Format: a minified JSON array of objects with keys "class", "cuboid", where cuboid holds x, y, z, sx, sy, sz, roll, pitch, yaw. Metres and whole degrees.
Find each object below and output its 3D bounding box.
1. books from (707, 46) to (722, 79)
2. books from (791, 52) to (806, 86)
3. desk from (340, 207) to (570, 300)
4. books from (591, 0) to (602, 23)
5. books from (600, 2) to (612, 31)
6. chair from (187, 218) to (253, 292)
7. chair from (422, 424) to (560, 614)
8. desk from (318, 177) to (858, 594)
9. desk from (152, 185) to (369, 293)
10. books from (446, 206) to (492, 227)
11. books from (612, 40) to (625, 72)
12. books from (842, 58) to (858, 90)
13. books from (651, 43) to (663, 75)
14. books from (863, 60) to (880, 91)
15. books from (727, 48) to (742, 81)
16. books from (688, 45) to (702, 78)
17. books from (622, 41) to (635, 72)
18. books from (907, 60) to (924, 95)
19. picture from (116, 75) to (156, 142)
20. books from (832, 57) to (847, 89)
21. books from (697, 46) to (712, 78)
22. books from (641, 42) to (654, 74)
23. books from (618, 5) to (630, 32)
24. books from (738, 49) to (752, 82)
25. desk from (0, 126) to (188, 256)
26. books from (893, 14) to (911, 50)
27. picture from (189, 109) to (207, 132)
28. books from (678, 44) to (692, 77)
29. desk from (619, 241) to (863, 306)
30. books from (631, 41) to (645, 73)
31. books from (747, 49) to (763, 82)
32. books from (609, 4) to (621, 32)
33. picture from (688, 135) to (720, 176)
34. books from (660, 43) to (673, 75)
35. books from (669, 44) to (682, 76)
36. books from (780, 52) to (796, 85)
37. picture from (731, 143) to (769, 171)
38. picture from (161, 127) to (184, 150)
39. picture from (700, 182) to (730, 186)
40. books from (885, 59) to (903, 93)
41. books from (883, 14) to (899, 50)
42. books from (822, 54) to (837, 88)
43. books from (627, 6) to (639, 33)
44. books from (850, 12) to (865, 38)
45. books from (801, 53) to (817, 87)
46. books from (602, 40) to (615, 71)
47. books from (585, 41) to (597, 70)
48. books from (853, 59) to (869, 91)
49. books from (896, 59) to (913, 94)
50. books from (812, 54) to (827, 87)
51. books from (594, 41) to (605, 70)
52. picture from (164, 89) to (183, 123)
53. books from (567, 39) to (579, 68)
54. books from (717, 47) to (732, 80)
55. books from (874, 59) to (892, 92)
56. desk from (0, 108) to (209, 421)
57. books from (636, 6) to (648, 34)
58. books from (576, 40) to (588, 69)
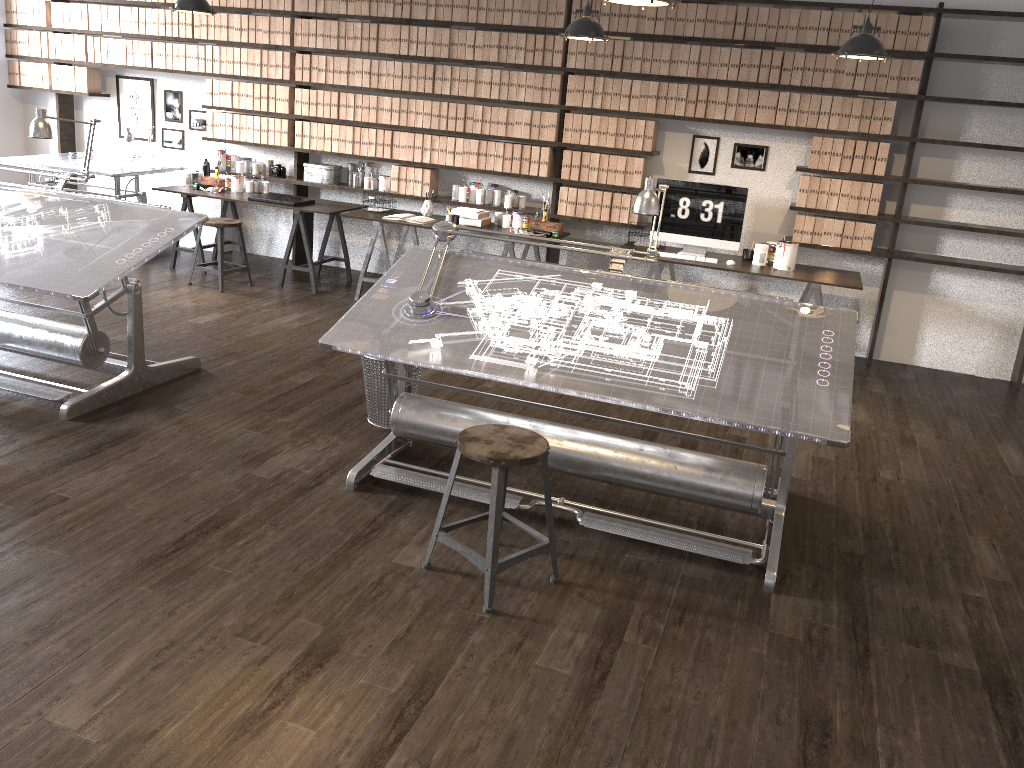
[{"class":"books","cuboid":[1.460,-2.295,6.352,0.067,0.222,0.176,10,17,17]},{"class":"books","cuboid":[1.998,-2.190,6.177,0.067,0.222,0.176,10,17,17]},{"class":"desk","cuboid":[-0.463,-0.927,6.961,1.672,0.661,0.663,11,18,17]},{"class":"books","cuboid":[0.639,-2.720,6.544,0.067,0.222,0.176,10,17,17]},{"class":"books","cuboid":[0.704,-2.706,6.519,0.067,0.222,0.176,10,17,17]},{"class":"chair","cuboid":[-2.303,-1.030,7.004,0.373,0.521,0.362,13,18,25]},{"class":"chair","cuboid":[-0.053,0.444,3.112,0.360,0.521,0.375,-10,22,-42]},{"class":"desk","cuboid":[0.356,-0.193,3.783,2.074,1.368,1.089,11,17,17]},{"class":"desk","cuboid":[-2.123,-1.247,7.485,1.672,0.661,0.663,11,18,17]},{"class":"books","cuboid":[-0.355,-1.314,6.893,0.295,0.145,0.390,11,19,17]},{"class":"books","cuboid":[0.801,-2.420,6.553,0.067,0.223,0.176,10,17,17]},{"class":"books","cuboid":[2.317,-2.129,6.077,0.067,0.222,0.176,10,17,17]},{"class":"books","cuboid":[1.074,-2.369,6.472,0.067,0.222,0.176,10,17,17]},{"class":"books","cuboid":[2.452,-2.103,6.037,0.067,0.222,0.176,10,17,17]},{"class":"books","cuboid":[1.591,-2.267,6.303,0.067,0.222,0.176,10,17,17]},{"class":"books","cuboid":[1.326,-2.319,6.388,0.067,0.223,0.176,10,17,17]},{"class":"books","cuboid":[0.874,-2.408,6.536,0.067,0.222,0.176,10,17,17]},{"class":"books","cuboid":[2.704,-2.054,5.955,0.067,0.222,0.176,10,17,17]},{"class":"picture","cuboid":[-3.505,-2.566,8.255,0.416,0.567,0.040,10,16,17]},{"class":"books","cuboid":[2.258,-2.141,6.097,0.067,0.222,0.176,10,17,17]},{"class":"books","cuboid":[1.393,-2.307,6.371,0.067,0.222,0.176,10,17,17]},{"class":"books","cuboid":[1.007,-2.382,6.493,0.067,0.222,0.176,10,17,17]},{"class":"books","cuboid":[0.839,-2.681,6.481,0.067,0.222,0.176,10,17,17]},{"class":"books","cuboid":[1.659,-2.254,6.281,0.067,0.223,0.176,10,17,17]},{"class":"desk","cuboid":[-3.652,-1.741,7.884,1.272,1.083,1.083,11,18,17]},{"class":"books","cuboid":[2.604,-2.341,5.923,0.067,0.222,0.176,10,17,17]},{"class":"picture","cuboid":[-2.833,-2.397,8.063,0.252,0.181,0.023,11,16,17]},{"class":"books","cuboid":[1.258,-2.332,6.411,0.067,0.222,0.176,10,17,17]},{"class":"desk","cuboid":[1.550,-0.540,6.326,1.672,0.661,0.663,11,18,17]},{"class":"books","cuboid":[0.939,-2.393,6.511,0.067,0.222,0.176,10,17,17]},{"class":"books","cuboid":[1.720,-2.244,6.267,0.067,0.222,0.176,10,17,17]},{"class":"books","cuboid":[0.772,-2.694,6.502,0.067,0.222,0.176,10,17,17]},{"class":"picture","cuboid":[1.448,-1.725,6.677,0.202,0.281,0.022,10,16,17]},{"class":"books","cuboid":[1.135,-2.355,6.447,0.067,0.223,0.176,10,17,17]},{"class":"books","cuboid":[1.200,-2.344,6.431,0.067,0.222,0.176,10,17,17]},{"class":"books","cuboid":[1.932,-2.204,6.202,0.067,0.222,0.176,10,17,17]},{"class":"picture","cuboid":[1.764,-1.684,6.571,0.252,0.181,0.023,11,16,17]},{"class":"picture","cuboid":[-3.139,-2.271,8.205,0.252,0.181,0.023,11,16,17]},{"class":"picture","cuboid":[1.524,-1.428,6.721,0.252,0.181,0.023,11,16,17]},{"class":"books","cuboid":[2.581,-2.077,5.991,0.067,0.223,0.176,10,17,17]},{"class":"books","cuboid":[2.534,-2.354,5.944,0.067,0.222,0.176,10,17,17]},{"class":"books","cuboid":[2.194,-2.151,6.113,0.067,0.223,0.176,10,17,17]},{"class":"books","cuboid":[0.901,-2.667,6.455,0.067,0.223,0.176,10,17,17]},{"class":"books","cuboid":[2.338,-2.392,6.005,0.067,0.222,0.176,10,17,17]},{"class":"books","cuboid":[2.066,-2.178,6.160,0.067,0.222,0.176,10,17,17]},{"class":"books","cuboid":[0.734,-2.435,6.580,0.067,0.222,0.176,10,17,17]},{"class":"books","cuboid":[0.610,-2.456,6.612,0.067,0.223,0.176,10,17,17]},{"class":"books","cuboid":[2.384,-2.115,6.054,0.067,0.223,0.176,10,17,17]},{"class":"books","cuboid":[2.645,-2.066,5.975,0.067,0.222,0.176,10,17,17]},{"class":"books","cuboid":[2.132,-2.165,6.138,0.067,0.222,0.176,10,17,17]},{"class":"books","cuboid":[0.671,-2.446,6.597,0.067,0.222,0.176,10,17,17]},{"class":"picture","cuboid":[-3.104,-2.548,8.126,0.202,0.281,0.022,10,16,17]},{"class":"books","cuboid":[0.475,-2.483,6.658,0.067,0.222,0.176,10,17,17]},{"class":"books","cuboid":[1.524,-2.281,6.327,0.067,0.222,0.176,10,17,17]},{"class":"books","cuboid":[2.518,-2.091,6.018,0.067,0.222,0.176,10,17,17]},{"class":"desk","cuboid":[-2.797,-0.800,4.778,2.286,1.368,1.089,11,17,17]},{"class":"books","cuboid":[0.965,-2.657,6.440,0.067,0.222,0.176,10,17,17]},{"class":"books","cuboid":[0.542,-2.469,6.634,0.067,0.222,0.176,10,17,17]}]
